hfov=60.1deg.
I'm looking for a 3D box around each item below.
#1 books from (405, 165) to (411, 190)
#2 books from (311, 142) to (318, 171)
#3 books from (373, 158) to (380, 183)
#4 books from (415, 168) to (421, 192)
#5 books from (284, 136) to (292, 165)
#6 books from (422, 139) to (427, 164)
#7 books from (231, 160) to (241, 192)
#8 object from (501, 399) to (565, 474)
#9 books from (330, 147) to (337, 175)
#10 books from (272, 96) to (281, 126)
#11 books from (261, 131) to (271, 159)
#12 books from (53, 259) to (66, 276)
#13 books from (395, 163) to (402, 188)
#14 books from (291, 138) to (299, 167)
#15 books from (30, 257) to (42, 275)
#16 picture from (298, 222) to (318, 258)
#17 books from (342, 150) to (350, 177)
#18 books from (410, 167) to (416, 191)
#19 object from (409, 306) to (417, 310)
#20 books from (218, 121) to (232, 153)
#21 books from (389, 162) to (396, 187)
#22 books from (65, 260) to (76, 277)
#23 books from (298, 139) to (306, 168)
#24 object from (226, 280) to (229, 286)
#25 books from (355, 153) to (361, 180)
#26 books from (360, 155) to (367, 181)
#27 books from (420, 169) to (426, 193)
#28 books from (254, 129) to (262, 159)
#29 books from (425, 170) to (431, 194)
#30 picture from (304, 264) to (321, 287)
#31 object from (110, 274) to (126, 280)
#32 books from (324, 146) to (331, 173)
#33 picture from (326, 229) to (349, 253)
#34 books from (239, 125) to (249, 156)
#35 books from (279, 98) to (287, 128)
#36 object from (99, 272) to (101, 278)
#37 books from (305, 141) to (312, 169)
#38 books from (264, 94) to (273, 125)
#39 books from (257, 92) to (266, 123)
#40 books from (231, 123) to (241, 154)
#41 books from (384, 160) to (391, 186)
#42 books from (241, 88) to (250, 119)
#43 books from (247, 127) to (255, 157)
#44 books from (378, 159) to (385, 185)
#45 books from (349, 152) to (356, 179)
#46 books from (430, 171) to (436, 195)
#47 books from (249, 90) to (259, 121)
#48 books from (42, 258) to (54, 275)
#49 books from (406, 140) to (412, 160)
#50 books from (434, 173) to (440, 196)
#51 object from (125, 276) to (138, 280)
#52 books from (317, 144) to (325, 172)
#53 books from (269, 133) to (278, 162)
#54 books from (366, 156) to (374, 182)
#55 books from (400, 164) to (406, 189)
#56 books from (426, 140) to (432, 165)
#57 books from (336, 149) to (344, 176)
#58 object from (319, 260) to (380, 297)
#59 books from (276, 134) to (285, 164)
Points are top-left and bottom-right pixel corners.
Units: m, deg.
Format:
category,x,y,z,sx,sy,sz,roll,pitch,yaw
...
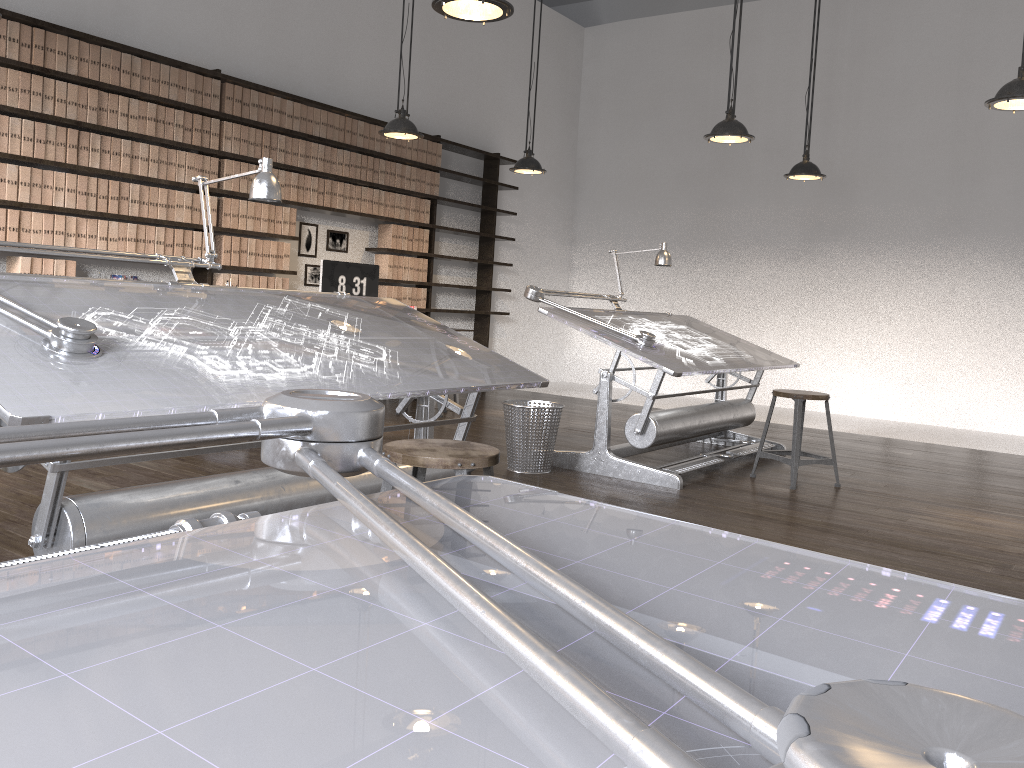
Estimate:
category,x,y,z,sx,sy,sz,roll,pitch,yaw
books,-1.015,-1.878,8.096,0.175,0.225,0.067,6,3,35
books,-1.659,-1.834,7.173,0.175,0.225,0.067,6,3,35
books,-1.252,-1.863,7.762,0.175,0.225,0.067,6,3,35
books,-0.935,-1.884,8.214,0.175,0.225,0.067,6,3,35
books,-1.815,-1.824,6.955,0.175,0.225,0.067,6,3,35
books,-0.881,-2.162,8.254,0.175,0.225,0.067,6,3,35
books,-2.101,-1.537,6.569,0.175,0.225,0.067,6,3,35
object,0.106,0.295,4.934,0.353,0.377,0.354,1,4,-34
books,-1.541,-1.843,7.350,0.175,0.225,0.067,6,3,35
books,-1.871,-2.094,6.829,0.175,0.225,0.067,6,3,35
books,-1.935,-1.815,6.774,0.175,0.225,0.067,6,3,35
books,-2.883,-0.670,5.557,0.175,0.225,0.067,6,3,35
books,-1.087,-1.873,7.988,0.175,0.225,0.067,6,3,35
books,-1.774,-1.827,7.013,0.175,0.225,0.067,6,3,35
books,-2.968,-0.665,5.443,0.175,0.225,0.067,6,3,35
picture,-1.721,-1.212,7.460,0.022,0.284,0.201,5,4,34
books,-1.453,-1.848,7.462,0.175,0.225,0.067,6,3,35
books,-0.972,-1.881,8.154,0.175,0.225,0.067,6,3,35
object,-0.911,-0.590,7.767,0.145,0.196,0.144,4,3,7
books,-2.136,-1.802,6.491,0.175,0.225,0.067,6,3,35
books,-1.130,-1.871,7.936,0.175,0.225,0.067,6,3,35
books,-2.846,-0.673,5.618,0.175,0.225,0.067,6,3,35
books,-1.731,-1.829,7.065,0.175,0.225,0.067,6,3,35
object,-2.026,-0.635,6.345,0.007,0.213,0.055,6,3,41
books,-1.379,-1.854,7.576,0.175,0.225,0.067,6,3,35
books,-1.338,-1.857,7.639,0.175,0.225,0.067,6,3,35
books,-0.896,-1.887,8.272,0.175,0.225,0.067,6,3,35
books,-1.982,-1.813,6.717,0.175,0.225,0.067,6,3,35
books,-0.851,-1.889,8.326,0.175,0.225,0.067,6,3,35
picture,-1.676,-0.924,7.560,0.023,0.183,0.251,5,4,35
object,-2.651,-0.652,5.950,0.094,0.161,0.095,5,3,31
books,-1.579,-1.840,7.291,0.175,0.225,0.067,6,3,35
picture,-1.527,-1.245,7.733,0.023,0.183,0.251,5,4,35
books,-2.050,-1.807,6.607,0.175,0.225,0.067,6,3,35
books,-1.837,-2.097,6.887,0.175,0.225,0.067,6,3,35
object,-2.726,-0.659,5.881,0.009,0.168,0.041,5,3,38
books,-1.696,-1.832,7.123,0.175,0.225,0.067,6,3,35
books,-1.914,-2.092,6.777,0.175,0.225,0.067,6,3,35
books,-1.955,-2.089,6.719,0.175,0.225,0.067,6,3,35
books,-2.092,-1.804,6.548,0.175,0.225,0.067,6,3,35
books,-1.171,-1.868,7.878,0.175,0.225,0.067,6,3,35
books,-2.037,-2.084,6.603,0.175,0.225,0.067,6,3,35
books,-2.017,-1.810,6.662,0.175,0.225,0.067,6,3,35
books,-1.208,-1.865,7.817,0.175,0.225,0.067,6,3,35
books,-1.412,-1.850,7.521,0.175,0.225,0.067,6,3,35
books,-0.816,-1.892,8.383,0.175,0.225,0.067,6,3,35
books,-1.992,-2.086,6.659,0.175,0.225,0.067,6,3,35
books,-2.927,-0.668,5.501,0.175,0.225,0.067,6,3,35
books,-0.999,-2.154,8.083,0.175,0.225,0.067,6,3,35
books,-0.779,-1.894,8.433,0.175,0.225,0.067,6,3,35
object,-2.586,-0.658,6.062,0.206,0.161,0.094,7,4,36
books,-1.616,-1.837,7.232,0.175,0.225,0.067,6,3,35
books,-1.897,-1.818,6.839,0.175,0.225,0.067,6,3,35
books,-1.291,-1.859,7.697,0.175,0.225,0.067,6,3,35
books,-1.052,-1.876,8.045,0.175,0.225,0.067,6,3,35
books,-0.839,-2.165,8.316,0.175,0.225,0.067,6,3,35
books,-1.497,-1.845,7.405,0.175,0.225,0.067,6,3,35
object,-1.362,-0.743,7.295,0.205,0.517,0.643,5,4,35
books,-1.852,-1.821,6.895,0.175,0.225,0.067,6,3,35
